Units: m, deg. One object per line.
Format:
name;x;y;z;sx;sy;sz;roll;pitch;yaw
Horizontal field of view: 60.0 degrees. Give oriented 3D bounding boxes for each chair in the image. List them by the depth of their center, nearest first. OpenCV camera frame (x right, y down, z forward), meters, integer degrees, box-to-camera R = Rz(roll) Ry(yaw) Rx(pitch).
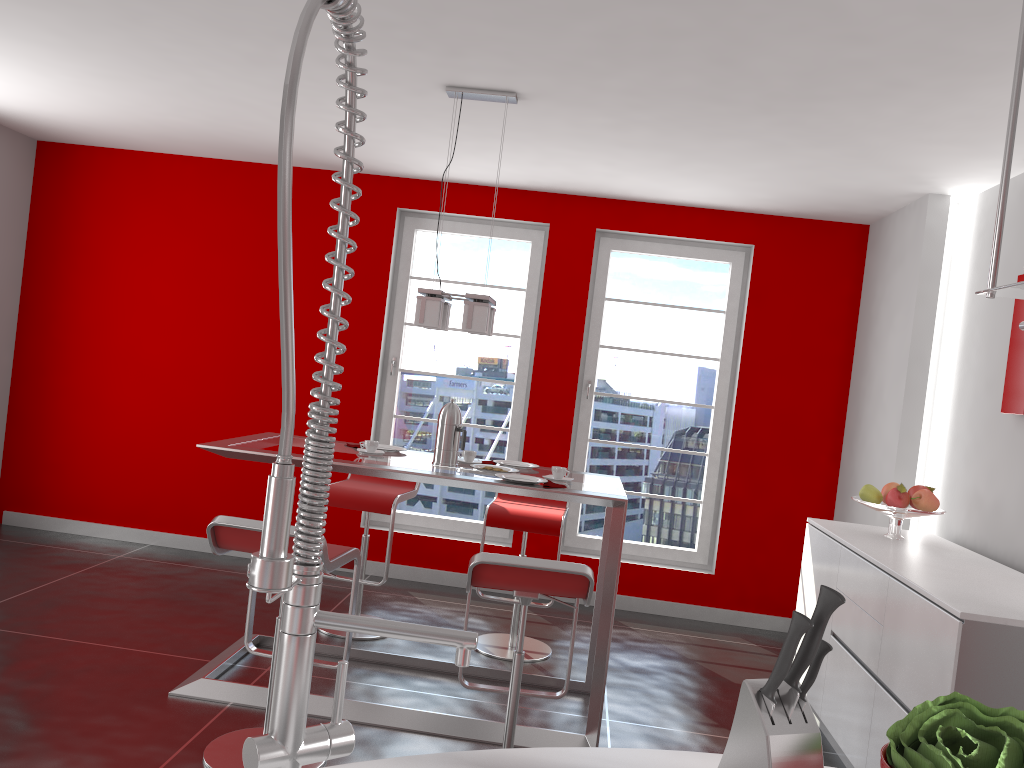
chair;0.017;0.969;2.994;0.418;0.857;0.460;7;1;0
chair;-0.810;0.871;3.065;0.418;0.857;0.460;7;1;9
chair;0.052;0.949;4.626;0.418;0.857;0.460;7;1;7
chair;-0.768;0.852;4.672;0.418;0.857;0.460;7;1;12

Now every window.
window;0.921;0.106;5.766;0.938;2.038;0.117;7;1;5
window;-0.366;-0.047;5.868;0.938;2.038;0.117;7;1;5

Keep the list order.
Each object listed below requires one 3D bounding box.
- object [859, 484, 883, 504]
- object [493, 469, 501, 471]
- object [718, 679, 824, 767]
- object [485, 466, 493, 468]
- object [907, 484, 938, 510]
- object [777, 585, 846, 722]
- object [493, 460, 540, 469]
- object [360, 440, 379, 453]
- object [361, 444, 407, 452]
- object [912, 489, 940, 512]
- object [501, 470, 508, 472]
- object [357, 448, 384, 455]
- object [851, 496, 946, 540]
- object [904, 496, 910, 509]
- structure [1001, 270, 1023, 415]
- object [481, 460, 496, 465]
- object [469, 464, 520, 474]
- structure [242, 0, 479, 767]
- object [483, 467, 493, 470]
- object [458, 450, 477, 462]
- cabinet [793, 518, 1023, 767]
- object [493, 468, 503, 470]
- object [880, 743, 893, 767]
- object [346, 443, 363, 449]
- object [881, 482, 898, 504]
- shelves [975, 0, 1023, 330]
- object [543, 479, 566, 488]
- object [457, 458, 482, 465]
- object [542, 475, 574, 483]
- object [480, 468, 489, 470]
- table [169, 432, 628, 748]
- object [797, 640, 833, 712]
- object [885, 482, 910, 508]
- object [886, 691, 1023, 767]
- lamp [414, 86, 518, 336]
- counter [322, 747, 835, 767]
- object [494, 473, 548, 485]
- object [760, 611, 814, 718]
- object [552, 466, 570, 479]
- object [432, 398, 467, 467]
object;1.651;0.506;4.071;0.083;0.086;0.100;6;1;-36
object;-0.065;0.361;3.731;0.034;0.006;0.036;7;1;-7
object;0.346;0.488;1.191;0.091;0.178;0.137;6;1;-22
object;-0.099;0.356;3.791;0.034;0.006;0.036;7;1;17
object;1.868;0.512;4.067;0.150;0.129;0.117;6;1;-38
object;0.364;0.414;1.164;0.014;0.322;0.150;6;1;-24
object;0.019;0.371;4.050;0.217;0.015;0.217;6;1;-20
object;-0.622;0.274;3.883;0.078;0.049;0.062;7;1;27
object;-0.592;0.298;4.093;0.217;0.015;0.217;7;1;28
object;1.845;0.519;3.940;0.121;0.101;0.097;6;1;-17
object;-0.036;0.370;3.761;0.036;0.006;0.034;7;1;-12
object;-0.618;0.299;3.880;0.119;0.016;0.119;6;1;-15
object;1.750;0.624;4.041;0.398;0.159;0.398;6;1;-36
object;1.777;0.536;4.062;0.086;0.079;0.084;7;1;33
structure;2.139;-0.220;3.443;0.040;1.503;0.820;7;1;5
object;-0.119;0.356;4.064;0.095;0.012;0.234;7;1;3
object;-0.074;0.364;3.766;0.217;0.015;0.217;7;1;42
structure;-0.178;0.059;0.948;0.308;0.920;0.178;6;1;-42
object;-0.102;0.357;3.750;0.036;0.006;0.034;7;1;28
object;-0.196;0.323;3.955;0.078;0.049;0.062;8;1;45
cabinet;1.651;1.143;3.507;0.610;0.880;1.802;7;1;5
object;-0.062;0.361;3.773;0.036;0.006;0.034;7;1;42
object;0.576;0.550;1.108;0.229;0.118;0.228;6;1;-24
object;-0.729;0.283;4.106;0.095;0.012;0.234;7;1;3
object;1.777;0.512;4.148;0.096;0.105;0.117;7;1;34
shelves;1.178;-0.537;1.029;0.934;1.023;0.462;7;1;5
object;0.172;0.399;3.511;0.095;0.012;0.234;7;1;5
object;-0.194;0.348;3.950;0.119;0.016;0.119;7;1;2
object;0.192;0.397;3.703;0.119;0.016;0.119;7;1;24
object;-0.120;0.360;3.757;0.034;0.006;0.036;7;1;26
table;-0.427;0.832;3.834;1.700;1.000;0.800;7;1;5
object;0.384;0.430;1.183;0.009;0.197;0.091;6;1;-24
object;1.717;0.497;3.961;0.097;0.133;0.117;7;1;-6
object;0.572;0.496;1.107;0.198;0.182;0.193;7;1;10
lamp;-0.187;-0.738;3.805;0.304;1.025;0.304;7;1;5
counter;0.292;1.027;0.540;1.868;0.880;2.865;7;1;38
object;0.036;0.381;3.528;0.217;0.015;0.217;7;1;41
object;0.334;0.427;1.162;0.012;0.279;0.130;6;1;-24
object;0.202;0.374;3.702;0.078;0.049;0.062;7;1;4
object;-0.254;0.205;3.792;0.149;0.287;0.113;7;1;13
